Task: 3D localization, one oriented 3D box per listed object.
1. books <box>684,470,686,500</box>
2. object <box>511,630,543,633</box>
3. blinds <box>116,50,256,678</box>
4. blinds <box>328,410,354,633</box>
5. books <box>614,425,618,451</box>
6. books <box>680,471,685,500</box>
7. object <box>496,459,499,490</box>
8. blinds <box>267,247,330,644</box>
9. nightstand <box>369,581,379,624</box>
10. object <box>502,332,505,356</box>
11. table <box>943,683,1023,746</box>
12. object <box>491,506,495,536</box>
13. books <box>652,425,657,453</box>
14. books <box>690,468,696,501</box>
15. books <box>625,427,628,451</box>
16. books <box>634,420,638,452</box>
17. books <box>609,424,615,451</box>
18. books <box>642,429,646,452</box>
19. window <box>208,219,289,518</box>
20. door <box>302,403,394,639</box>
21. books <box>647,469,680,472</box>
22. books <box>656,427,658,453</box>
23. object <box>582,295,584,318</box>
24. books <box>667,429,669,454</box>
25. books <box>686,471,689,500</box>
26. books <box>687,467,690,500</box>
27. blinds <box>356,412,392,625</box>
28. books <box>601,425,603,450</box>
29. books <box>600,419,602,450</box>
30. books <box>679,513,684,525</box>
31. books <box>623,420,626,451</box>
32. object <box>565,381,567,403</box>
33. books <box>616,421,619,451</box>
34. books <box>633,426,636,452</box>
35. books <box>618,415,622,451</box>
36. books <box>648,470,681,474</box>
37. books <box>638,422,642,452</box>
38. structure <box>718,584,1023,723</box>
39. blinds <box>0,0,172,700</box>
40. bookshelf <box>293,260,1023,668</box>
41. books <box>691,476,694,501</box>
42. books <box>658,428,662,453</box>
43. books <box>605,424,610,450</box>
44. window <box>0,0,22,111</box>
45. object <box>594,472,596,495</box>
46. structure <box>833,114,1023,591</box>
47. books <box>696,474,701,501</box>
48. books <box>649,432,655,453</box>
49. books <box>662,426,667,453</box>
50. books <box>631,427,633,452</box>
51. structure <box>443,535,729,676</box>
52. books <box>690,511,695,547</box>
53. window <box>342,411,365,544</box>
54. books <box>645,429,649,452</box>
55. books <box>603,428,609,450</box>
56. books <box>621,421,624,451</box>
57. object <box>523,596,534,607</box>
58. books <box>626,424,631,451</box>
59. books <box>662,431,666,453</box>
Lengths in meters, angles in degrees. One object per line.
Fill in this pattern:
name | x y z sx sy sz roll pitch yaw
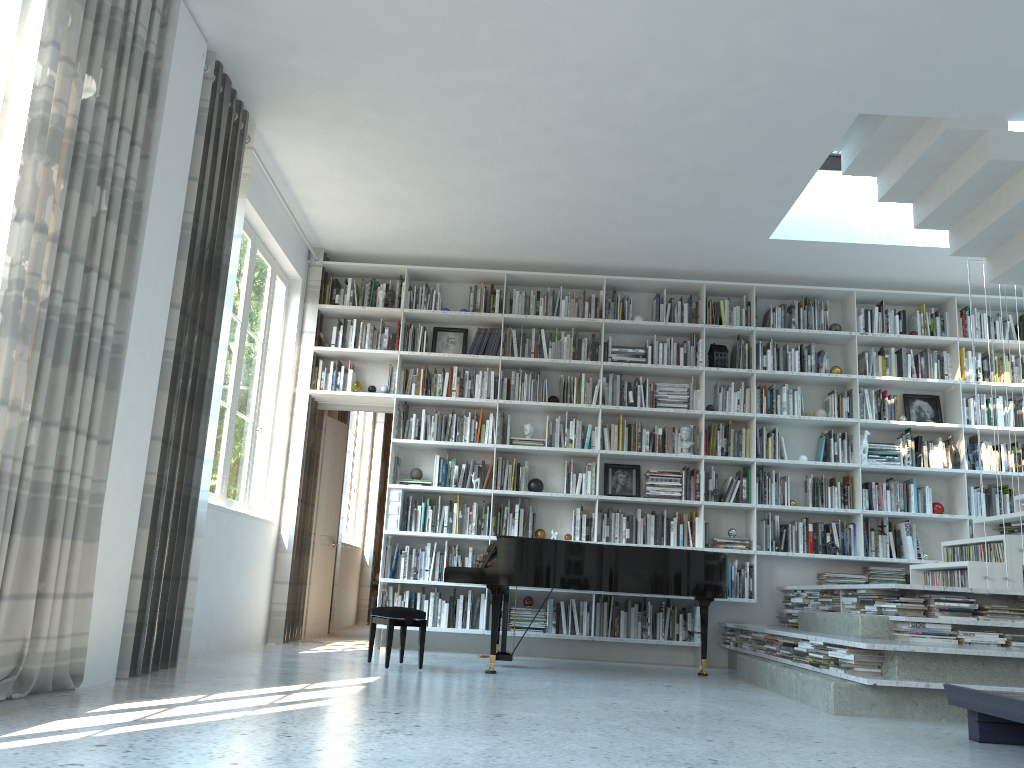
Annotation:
books | 1.408 0.846 7.283 0.011 0.260 0.184 3 -13 1
object | 0.120 1.965 7.042 0.254 0.007 0.161 2 -13 4
blinds | -1.740 -0.138 4.780 0.140 3.222 0.778 3 -13 1
blinds | -1.732 0.775 8.656 0.140 3.222 0.778 3 -13 1
books | 0.858 0.471 7.378 0.029 0.239 0.156 3 -13 1
books | 1.396 0.850 7.285 0.012 0.253 0.161 3 -13 1
object | -0.122 0.766 7.329 0.012 0.269 0.131 3 -13 1
blinds | -1.735 0.504 7.506 0.140 3.222 0.778 3 -13 1
nightstand | -1.821 2.756 11.211 0.650 0.517 0.432 2 -13 4
object | -0.073 -0.301 7.555 0.012 0.253 0.161 3 -13 1
table | 2.405 1.230 3.014 1.270 0.217 1.261 3 -13 1
object | -0.154 1.126 7.236 0.012 0.253 0.161 3 -13 1
books | 1.184 0.479 7.371 0.014 0.258 0.162 3 -13 1
books | 1.487 0.841 7.282 0.011 0.279 0.186 3 -13 1
books | 0.943 0.483 7.381 0.024 0.228 0.148 3 -13 1
books | 1.028 0.457 7.373 0.013 0.283 0.177 3 -13 1
books | 0.830 0.467 7.385 0.026 0.247 0.139 3 -13 1
books | 1.084 0.493 7.364 0.024 0.216 0.175 3 -13 1
window | -1.890 -0.122 6.164 0.073 2.004 1.988 3 -13 1
door | -1.428 1.230 7.778 0.834 1.975 0.788 3 -13 1
books | 1.247 0.724 7.314 0.254 0.012 0.161 2 -13 5
books | 1.195 0.490 7.364 0.010 0.233 0.175 3 -13 1
object | 0.600 -0.620 7.622 0.010 0.246 0.157 3 -13 1
books | 1.282 0.501 7.379 0.025 0.229 0.143 3 -13 1
books | 1.431 0.852 7.293 0.013 0.255 0.163 3 -13 1
books | 1.444 0.837 7.295 0.011 0.287 0.152 3 -13 1
blinds | -1.727 1.416 11.382 0.140 3.222 0.778 3 -13 1
books | 0.745 0.470 7.389 0.011 0.234 0.142 3 -13 1
books | 0.736 0.447 7.395 0.010 0.281 0.140 3 -13 1
books | 1.378 1.195 7.226 0.010 0.283 0.132 3 -13 1
books | 0.927 0.451 7.365 0.010 0.280 0.171 3 -13 1
object | 0.448 0.099 7.471 0.010 0.225 0.143 3 -13 1
books | 0.879 0.454 7.394 0.010 0.283 0.137 3 -13 1
books | 1.008 0.481 7.375 0.025 0.235 0.137 3 -13 1
books | 0.892 0.428 7.356 0.014 0.316 0.188 3 -13 1
books | 1.246 0.737 7.313 0.254 0.012 0.161 4 -13 -2
books | 1.048 0.463 7.356 0.028 0.267 0.190 3 -13 1
structure | 2.983 1.662 5.643 2.899 0.657 3.121 3 -13 1
blinds | -1.737 -0.462 3.484 0.183 3.252 1.028 3 -13 0
bookshelf | 1.326 0.687 7.262 6.296 3.134 0.331 3 -13 1
books | 1.470 0.874 7.292 0.021 0.217 0.132 3 -13 1
books | 1.214 0.494 7.352 0.029 0.223 0.186 3 -13 1
books | 0.796 0.466 7.376 0.042 0.241 0.162 3 -13 1
window | -17.182 -6.853 13.246 32.802 18.490 18.582 2 -13 5
object | 0.679 0.836 7.316 0.017 0.215 0.104 3 -13 1
structure | 3.212 -0.065 5.636 2.613 3.373 1.959 3 -13 1
books | 1.508 0.864 7.266 0.034 0.229 0.200 3 -13 1
books | 1.150 0.508 7.374 0.050 0.198 0.146 3 -13 1
books | 1.264 0.484 7.345 0.012 0.244 0.186 3 -13 1
books | 0.989 0.482 7.367 0.012 0.227 0.170 3 -13 1
structure | 0.536 1.511 5.995 1.918 0.830 1.338 3 -13 1
books | 1.469 1.190 7.218 0.011 0.299 0.149 3 -13 1
window | -1.882 0.789 10.038 0.073 2.004 1.988 3 -13 1
books | 1.111 0.495 7.365 0.030 0.214 0.169 3 -13 1
books | 0.776 0.479 7.361 0.053 0.208 0.156 3 -13 1
books | 0.904 0.454 7.349 0.015 0.266 0.189 3 -13 1
object | 0.130 1.731 7.058 0.086 0.087 0.086 8 -14 -21
books | 0.970 0.471 7.390 0.028 0.258 0.135 3 -13 1
books | 1.242 0.507 7.351 0.029 0.200 0.179 3 -13 1
